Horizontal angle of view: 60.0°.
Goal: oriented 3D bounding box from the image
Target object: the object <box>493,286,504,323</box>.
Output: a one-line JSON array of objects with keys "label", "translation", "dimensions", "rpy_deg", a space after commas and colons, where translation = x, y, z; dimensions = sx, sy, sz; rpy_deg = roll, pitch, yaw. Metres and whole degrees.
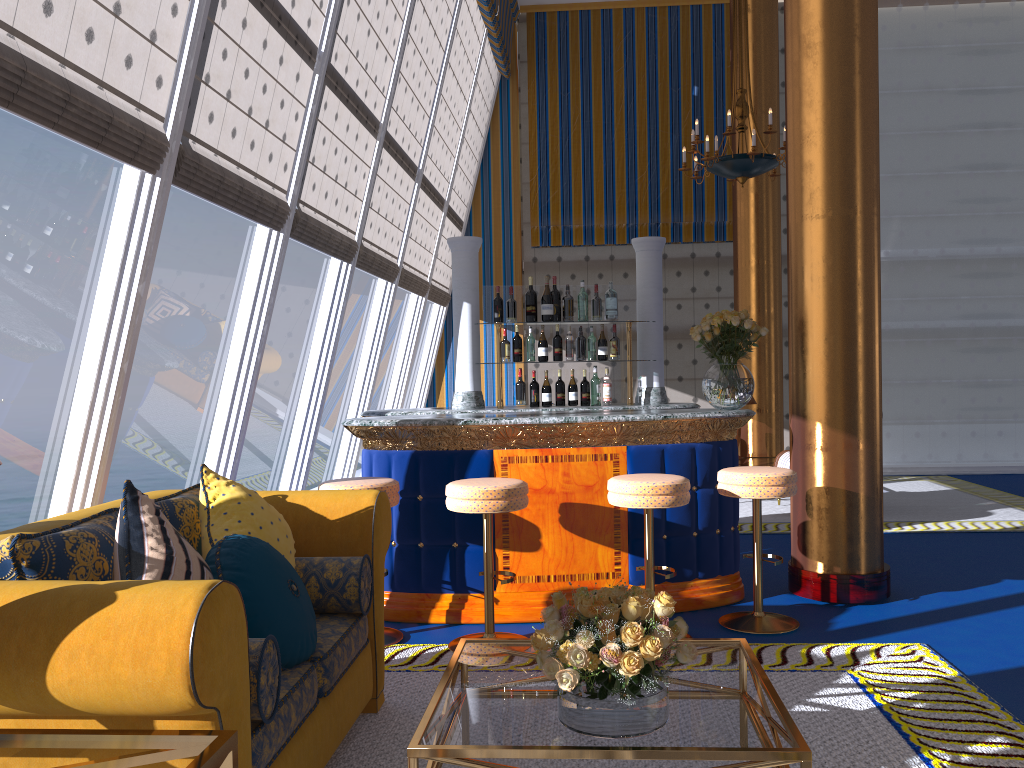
[{"label": "object", "translation": [-0.090, -0.525, 5.860], "dimensions": [0.065, 0.244, 0.065], "rpy_deg": [-1, 1, 8]}]

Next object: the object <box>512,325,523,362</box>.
[{"label": "object", "translation": [0.035, -0.266, 5.819], "dimensions": [0.066, 0.244, 0.065], "rpy_deg": [-1, 1, -14]}]

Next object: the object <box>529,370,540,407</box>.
[{"label": "object", "translation": [0.148, 0.032, 5.857], "dimensions": [0.065, 0.244, 0.065], "rpy_deg": [-1, 1, 8]}]

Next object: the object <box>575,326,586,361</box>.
[{"label": "object", "translation": [0.455, -0.268, 5.858], "dimensions": [0.072, 0.232, 0.071], "rpy_deg": [-2, 1, -17]}]

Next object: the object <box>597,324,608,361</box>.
[{"label": "object", "translation": [0.599, -0.275, 5.871], "dimensions": [0.069, 0.244, 0.068], "rpy_deg": [-1, 1, -14]}]

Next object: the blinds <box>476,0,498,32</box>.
[{"label": "blinds", "translation": [-0.262, -4.178, 8.800], "dimensions": [0.338, 0.830, 1.526], "rpy_deg": [-1, 1, 5]}]

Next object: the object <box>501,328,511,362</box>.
[{"label": "object", "translation": [-0.043, -0.254, 5.798], "dimensions": [0.066, 0.225, 0.065], "rpy_deg": [-2, 1, -26]}]

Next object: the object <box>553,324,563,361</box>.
[{"label": "object", "translation": [0.300, -0.272, 5.833], "dimensions": [0.066, 0.244, 0.065], "rpy_deg": [-1, 1, -14]}]

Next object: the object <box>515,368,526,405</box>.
[{"label": "object", "translation": [0.057, 0.017, 5.827], "dimensions": [0.071, 0.242, 0.071], "rpy_deg": [-1, 1, -14]}]

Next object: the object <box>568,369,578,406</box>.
[{"label": "object", "translation": [0.402, 0.023, 5.872], "dimensions": [0.069, 0.244, 0.068], "rpy_deg": [-1, 1, -14]}]

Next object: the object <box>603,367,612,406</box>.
[{"label": "object", "translation": [0.636, 0.015, 5.919], "dimensions": [0.061, 0.258, 0.061], "rpy_deg": [-1, 1, 5]}]

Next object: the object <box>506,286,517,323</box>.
[{"label": "object", "translation": [-0.003, -0.527, 5.897], "dimensions": [0.073, 0.246, 0.071], "rpy_deg": [-2, 1, -36]}]

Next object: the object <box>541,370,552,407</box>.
[{"label": "object", "translation": [0.228, 0.030, 5.853], "dimensions": [0.069, 0.244, 0.068], "rpy_deg": [-1, 1, -14]}]

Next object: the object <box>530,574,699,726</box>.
[{"label": "object", "translation": [0.262, 0.728, 2.488], "dimensions": [0.457, 0.388, 0.501], "rpy_deg": [-1, 1, -14]}]

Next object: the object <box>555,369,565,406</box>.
[{"label": "object", "translation": [0.317, 0.025, 5.851], "dimensions": [0.066, 0.244, 0.065], "rpy_deg": [-1, 1, -14]}]

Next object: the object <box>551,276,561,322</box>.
[{"label": "object", "translation": [0.282, -0.559, 5.845], "dimensions": [0.080, 0.303, 0.082], "rpy_deg": [-1, 1, 21]}]

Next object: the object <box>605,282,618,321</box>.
[{"label": "object", "translation": [0.659, -0.549, 5.893], "dimensions": [0.092, 0.259, 0.091], "rpy_deg": [-1, 1, -12]}]

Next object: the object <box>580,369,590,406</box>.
[{"label": "object", "translation": [0.485, 0.025, 5.888], "dimensions": [0.066, 0.244, 0.065], "rpy_deg": [-1, 1, -14]}]

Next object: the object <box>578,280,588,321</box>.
[{"label": "object", "translation": [0.465, -0.547, 5.827], "dimensions": [0.069, 0.271, 0.069], "rpy_deg": [-1, 1, 15]}]

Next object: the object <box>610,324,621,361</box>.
[{"label": "object", "translation": [0.680, -0.277, 5.869], "dimensions": [0.071, 0.244, 0.072], "rpy_deg": [-1, 1, 25]}]

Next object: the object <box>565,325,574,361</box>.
[{"label": "object", "translation": [0.378, -0.271, 5.832], "dimensions": [0.057, 0.239, 0.056], "rpy_deg": [-2, 1, -21]}]

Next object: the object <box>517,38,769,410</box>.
[{"label": "object", "translation": [2.304, -6.985, 3.098], "dimensions": [63.026, 33.610, 63.508], "rpy_deg": [-1, 1, 11]}]

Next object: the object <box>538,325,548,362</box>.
[{"label": "object", "translation": [0.202, -0.266, 5.824], "dimensions": [0.069, 0.244, 0.068], "rpy_deg": [-1, 1, -14]}]

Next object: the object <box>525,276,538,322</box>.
[{"label": "object", "translation": [0.126, -0.555, 5.830], "dimensions": [0.081, 0.303, 0.081], "rpy_deg": [-1, 1, 10]}]

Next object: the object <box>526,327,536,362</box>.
[{"label": "object", "translation": [0.124, -0.261, 5.827], "dimensions": [0.059, 0.230, 0.058], "rpy_deg": [-2, 2, -36]}]

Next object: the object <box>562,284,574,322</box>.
[{"label": "object", "translation": [0.369, -0.531, 5.840], "dimensions": [0.077, 0.248, 0.075], "rpy_deg": [-2, 1, -32]}]

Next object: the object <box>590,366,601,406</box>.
[{"label": "object", "translation": [0.558, 0.012, 5.914], "dimensions": [0.069, 0.269, 0.068], "rpy_deg": [-2, 1, -35]}]

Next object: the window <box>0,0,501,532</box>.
[{"label": "window", "translation": [-1.370, -1.663, 3.772], "dimensions": [1.616, 5.857, 15.486], "rpy_deg": [-1, 1, 5]}]

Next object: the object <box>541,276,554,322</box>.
[{"label": "object", "translation": [0.231, -0.556, 5.823], "dimensions": [0.085, 0.303, 0.085], "rpy_deg": [-1, 1, -1]}]

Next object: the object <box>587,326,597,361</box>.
[{"label": "object", "translation": [0.528, -0.269, 5.875], "dimensions": [0.059, 0.230, 0.058], "rpy_deg": [-2, 2, -36]}]

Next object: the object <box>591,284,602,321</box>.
[{"label": "object", "translation": [0.558, -0.538, 5.860], "dimensions": [0.073, 0.246, 0.071], "rpy_deg": [-2, 1, -36]}]
